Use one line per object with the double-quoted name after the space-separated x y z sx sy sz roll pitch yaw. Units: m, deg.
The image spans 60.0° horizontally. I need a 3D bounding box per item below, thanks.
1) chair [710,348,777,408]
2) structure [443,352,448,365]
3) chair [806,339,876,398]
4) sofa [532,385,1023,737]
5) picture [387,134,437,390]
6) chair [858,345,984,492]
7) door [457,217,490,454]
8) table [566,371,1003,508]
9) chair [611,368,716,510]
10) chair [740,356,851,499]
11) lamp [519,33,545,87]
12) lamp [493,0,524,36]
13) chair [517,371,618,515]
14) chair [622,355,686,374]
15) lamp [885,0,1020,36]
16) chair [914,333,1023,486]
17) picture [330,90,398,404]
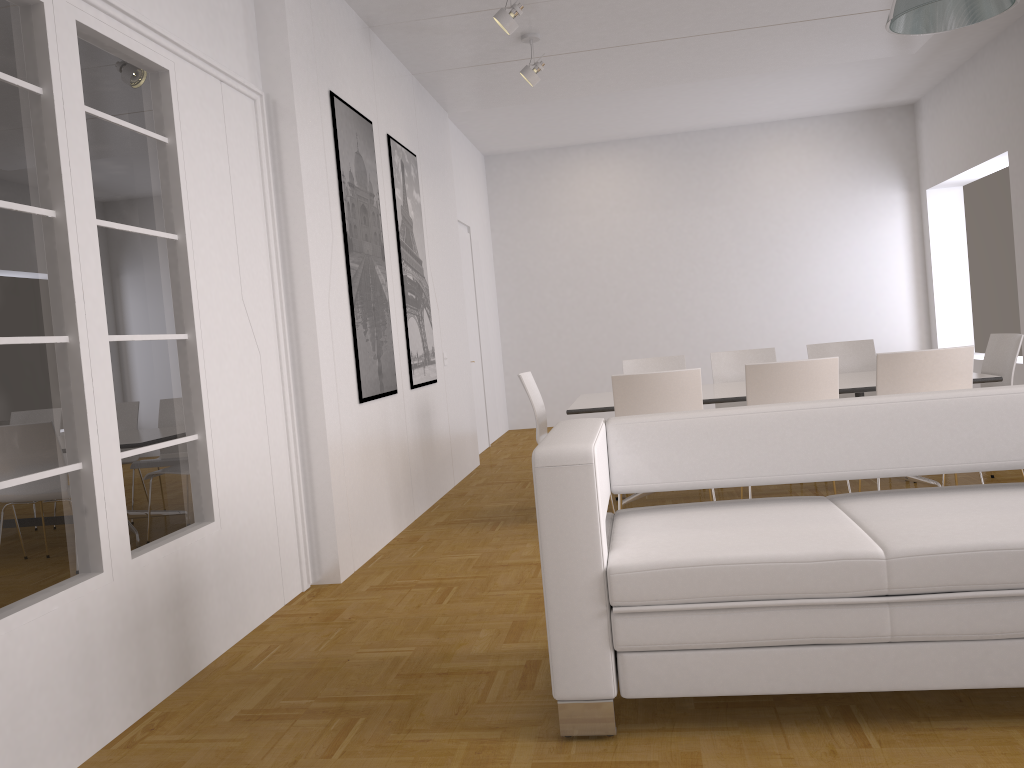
1.731 0.226 6.417 0.561 0.930 0.576 -5 2 9 "chair"
-0.551 -0.210 7.339 0.013 0.104 0.114 -5 2 9 "structure"
2.422 0.169 6.314 0.561 0.930 0.576 -5 2 9 "chair"
1.437 0.472 2.729 2.622 0.848 0.823 -5 2 9 "sofa"
-0.721 -0.872 6.546 0.016 1.779 0.787 -5 2 9 "picture"
2.184 0.270 4.776 0.561 0.930 0.576 -5 2 9 "chair"
-0.437 -0.501 9.353 0.132 2.451 0.872 -5 2 9 "door"
1.625 0.376 5.652 2.410 0.722 1.212 -5 3 9 "table"
0.842 0.381 4.977 0.561 0.930 0.576 -5 2 9 "chair"
1.533 0.324 4.874 0.561 0.930 0.576 -5 2 9 "chair"
0.127 -2.325 6.394 0.167 0.364 0.173 -7 3 -39 "lamp"
-0.040 -2.250 5.250 0.167 0.364 0.173 -7 3 -39 "lamp"
0.366 0.373 5.818 0.575 0.930 0.561 -5 2 9 "chair"
1.080 0.279 6.515 0.561 0.930 0.576 -5 2 9 "chair"
1.621 -2.033 3.370 0.464 1.249 0.465 -5 2 8 "lamp"
2.818 0.178 5.451 0.575 0.930 0.561 -5 2 9 "chair"
-0.887 -0.798 5.418 0.013 1.779 0.787 -5 2 9 "picture"
